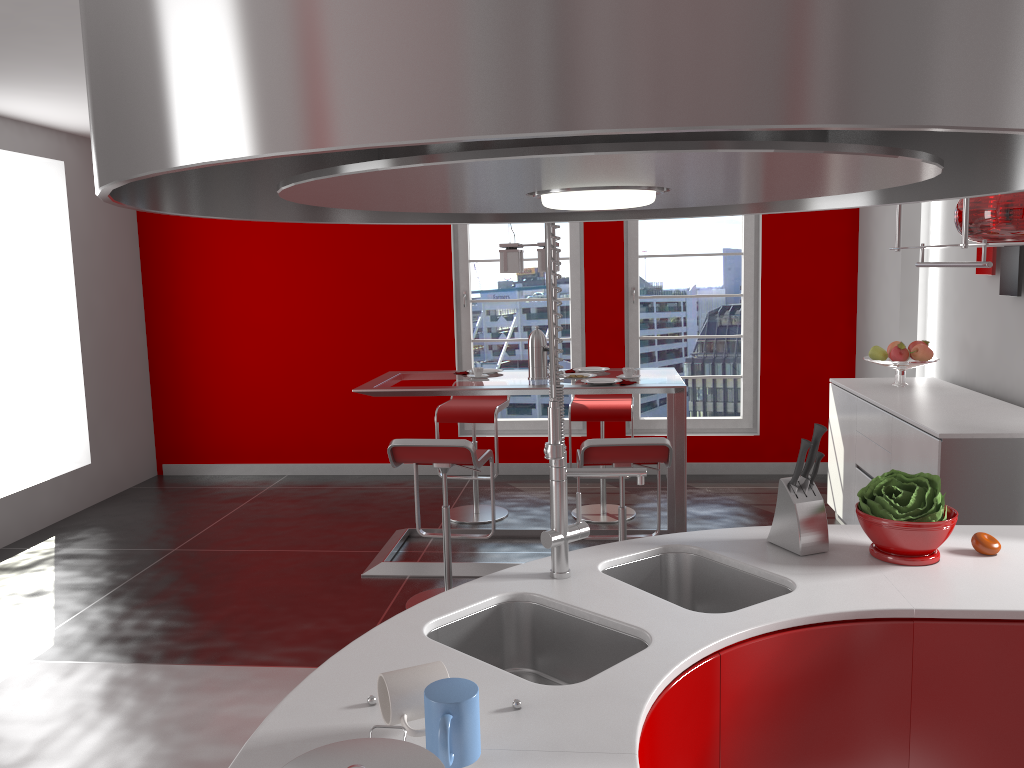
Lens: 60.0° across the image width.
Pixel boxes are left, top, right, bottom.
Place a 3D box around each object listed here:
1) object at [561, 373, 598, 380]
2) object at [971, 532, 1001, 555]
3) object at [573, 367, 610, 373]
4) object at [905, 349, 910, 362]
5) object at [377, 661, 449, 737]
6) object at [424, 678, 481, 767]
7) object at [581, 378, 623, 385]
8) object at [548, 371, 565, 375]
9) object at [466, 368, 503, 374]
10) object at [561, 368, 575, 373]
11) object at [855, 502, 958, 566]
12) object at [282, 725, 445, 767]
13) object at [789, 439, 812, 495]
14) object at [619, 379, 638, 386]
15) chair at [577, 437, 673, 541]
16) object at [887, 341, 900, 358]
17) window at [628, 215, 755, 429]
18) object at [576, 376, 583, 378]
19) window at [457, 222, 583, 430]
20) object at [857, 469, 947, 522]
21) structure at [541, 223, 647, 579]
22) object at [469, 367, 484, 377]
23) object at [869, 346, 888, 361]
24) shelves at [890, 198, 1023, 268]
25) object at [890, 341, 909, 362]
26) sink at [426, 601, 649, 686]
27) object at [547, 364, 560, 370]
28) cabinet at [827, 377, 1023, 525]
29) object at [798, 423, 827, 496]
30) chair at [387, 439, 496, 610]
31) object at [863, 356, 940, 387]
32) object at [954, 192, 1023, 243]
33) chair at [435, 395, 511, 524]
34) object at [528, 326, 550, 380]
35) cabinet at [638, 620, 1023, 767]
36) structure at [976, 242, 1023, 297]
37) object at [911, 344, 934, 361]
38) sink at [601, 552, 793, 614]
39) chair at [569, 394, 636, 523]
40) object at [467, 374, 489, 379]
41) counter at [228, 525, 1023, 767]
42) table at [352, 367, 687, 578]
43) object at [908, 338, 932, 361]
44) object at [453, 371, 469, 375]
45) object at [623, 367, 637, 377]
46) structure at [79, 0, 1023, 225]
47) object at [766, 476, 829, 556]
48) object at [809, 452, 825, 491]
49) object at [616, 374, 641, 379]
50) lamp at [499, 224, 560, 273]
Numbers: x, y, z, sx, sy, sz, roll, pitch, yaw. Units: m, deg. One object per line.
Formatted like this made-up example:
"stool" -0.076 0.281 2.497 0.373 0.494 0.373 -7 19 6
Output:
"object" 0.356 -0.039 4.809 0.217 0.015 0.217 6 10 43
"object" 1.160 0.391 2.171 0.064 0.048 0.063 -4 8 -16
"object" 0.456 -0.079 5.088 0.217 0.015 0.217 -4 8 -18
"object" 2.220 -0.162 5.045 0.086 0.079 0.084 4 9 34
"object" -0.149 0.491 1.391 0.100 0.080 0.109 -5 8 -24
"object" -0.081 0.495 1.280 0.080 0.100 0.109 -4 8 -21
"object" 0.462 -0.011 4.570 0.217 0.015 0.217 5 10 42
"object" 0.240 -0.060 4.995 0.119 0.016 0.119 -1 8 4
"object" -0.158 -0.070 5.147 0.217 0.015 0.217 3 9 30
"object" 0.318 -0.076 5.106 0.095 0.012 0.234 -1 8 5
"object" 0.959 0.362 2.163 0.229 0.118 0.228 -5 8 -22
"object" -0.158 0.485 0.918 0.189 0.185 0.218 -6 9 -31
"object" 0.703 0.268 2.214 0.012 0.279 0.130 -5 8 -23
"object" 0.598 -0.010 4.549 0.095 0.012 0.234 -1 8 6
"chair" 0.513 0.633 4.106 0.418 0.857 0.460 -1 7 1
"object" 2.218 -0.195 5.128 0.096 0.105 0.117 4 9 35
"window" 1.354 -0.664 6.724 0.938 2.038 0.117 -1 8 6
"object" 0.364 -0.039 4.773 0.034 0.006 0.036 -2 8 -6
"window" 0.062 -0.648 6.862 0.938 2.038 0.117 -1 8 6
"object" 0.947 0.310 2.157 0.198 0.182 0.193 0 8 12
"structure" 0.138 0.003 1.981 0.308 0.920 0.178 -8 10 -40
"object" -0.196 -0.065 4.938 0.078 0.049 0.062 3 9 29
"object" 2.091 -0.174 5.056 0.083 0.086 0.100 -7 9 -34
"shelves" 1.396 -0.781 1.938 0.934 1.023 0.462 -1 8 6
"object" 2.152 -0.180 4.943 0.097 0.133 0.117 -2 8 -4
"sink" 0.049 0.602 1.786 0.428 0.172 0.326 6 11 45
"object" 0.234 -0.084 4.997 0.062 0.049 0.078 -9 10 -43
"cabinet" 2.167 0.517 4.567 0.610 0.880 1.802 -1 8 6
"object" 0.731 0.252 2.213 0.014 0.322 0.150 -5 8 -23
"chair" -0.317 0.643 4.200 0.418 0.857 0.460 0 8 11
"object" 2.205 -0.069 5.035 0.398 0.159 0.398 -7 9 -34
"object" 1.116 -0.450 1.993 0.213 0.266 0.213 4 9 34
"chair" -0.238 0.431 5.791 0.418 0.857 0.460 0 8 14
"object" 0.156 -0.173 4.824 0.149 0.287 0.113 0 8 14
"cabinet" 0.994 0.908 1.590 1.875 0.761 1.025 -7 10 -38
"structure" 2.454 -0.884 4.331 0.040 1.503 0.820 -1 8 6
"object" 2.281 -0.174 4.919 0.121 0.101 0.097 -4 8 -15
"sink" 0.427 0.552 2.089 0.326 0.172 0.428 -6 9 -33
"chair" 0.586 0.419 5.723 0.418 0.857 0.460 0 8 9
"object" -0.188 -0.041 4.938 0.119 0.016 0.119 -3 8 -14
"counter" 0.731 0.937 1.664 1.868 0.880 2.865 5 10 40
"table" 0.075 0.462 4.944 1.700 1.000 0.800 -1 8 6
"object" 2.306 -0.199 5.043 0.150 0.129 0.117 -7 9 -36
"object" -0.295 -0.067 5.165 0.095 0.012 0.234 -1 8 5
"object" 0.629 -0.060 4.735 0.078 0.049 0.062 -1 8 6
"structure" 0.049 -0.599 0.566 0.644 0.958 0.644 -5 8 -27
"object" 0.724 0.324 2.249 0.091 0.178 0.137 -4 8 -21
"object" 0.753 0.263 2.233 0.009 0.197 0.091 -5 8 -23
"object" 0.622 -0.036 4.739 0.119 0.016 0.119 2 8 26
"lamp" 0.088 -1.112 4.730 0.304 1.025 0.304 -1 8 6
